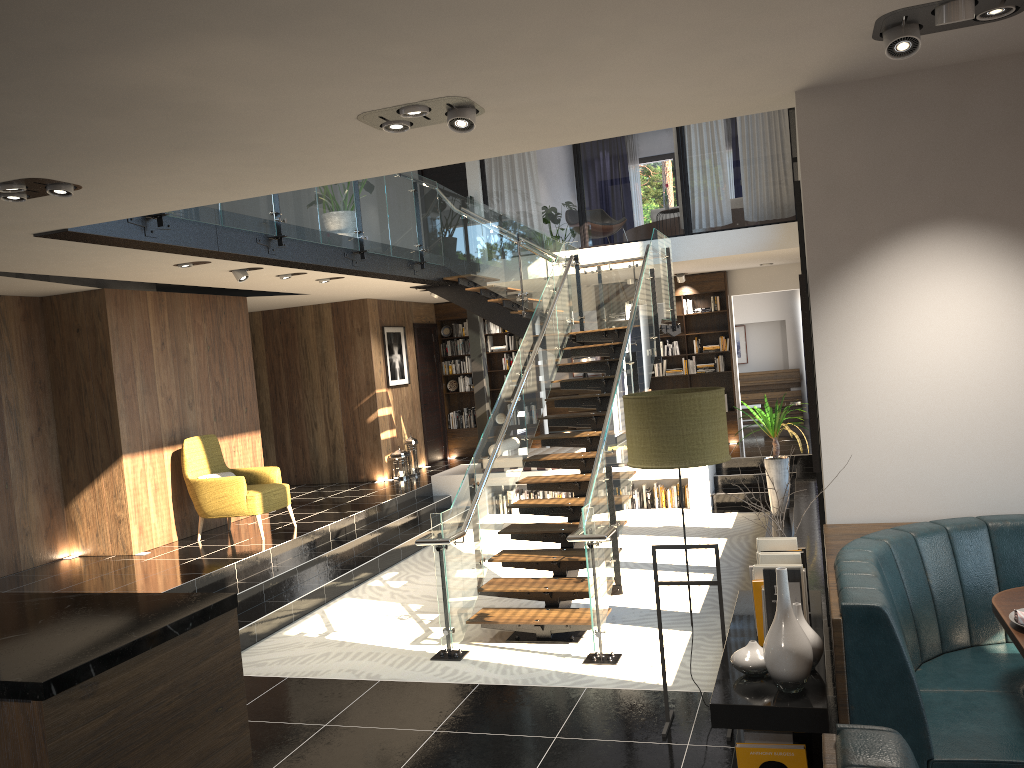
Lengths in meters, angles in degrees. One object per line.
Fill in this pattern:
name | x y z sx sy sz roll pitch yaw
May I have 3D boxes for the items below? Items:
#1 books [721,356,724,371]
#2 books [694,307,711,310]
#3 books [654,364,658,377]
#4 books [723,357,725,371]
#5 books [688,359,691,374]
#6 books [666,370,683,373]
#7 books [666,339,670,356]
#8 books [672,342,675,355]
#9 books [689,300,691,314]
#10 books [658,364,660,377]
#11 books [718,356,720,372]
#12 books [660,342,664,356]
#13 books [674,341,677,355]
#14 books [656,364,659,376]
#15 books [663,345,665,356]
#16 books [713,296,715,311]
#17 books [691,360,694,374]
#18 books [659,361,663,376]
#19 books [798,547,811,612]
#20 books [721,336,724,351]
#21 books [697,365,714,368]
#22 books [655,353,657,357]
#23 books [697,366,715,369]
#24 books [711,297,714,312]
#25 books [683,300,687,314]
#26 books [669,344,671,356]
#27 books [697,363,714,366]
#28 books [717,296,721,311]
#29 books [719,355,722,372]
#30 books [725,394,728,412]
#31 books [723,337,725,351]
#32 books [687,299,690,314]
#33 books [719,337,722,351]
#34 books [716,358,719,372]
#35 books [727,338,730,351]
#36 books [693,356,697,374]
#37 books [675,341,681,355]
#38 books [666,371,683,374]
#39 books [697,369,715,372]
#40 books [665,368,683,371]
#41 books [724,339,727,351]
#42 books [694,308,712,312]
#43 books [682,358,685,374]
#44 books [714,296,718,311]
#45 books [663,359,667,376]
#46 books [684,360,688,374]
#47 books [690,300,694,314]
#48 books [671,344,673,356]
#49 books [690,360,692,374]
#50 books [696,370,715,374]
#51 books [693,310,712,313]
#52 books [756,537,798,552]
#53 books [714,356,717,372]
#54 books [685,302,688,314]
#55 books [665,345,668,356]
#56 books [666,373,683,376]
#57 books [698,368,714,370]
books | 3.311 -0.323 13.923 0.022 0.247 0.132 -4 2 19
books | 3.013 -1.186 14.003 0.246 0.021 0.148 -5 2 18
books | 2.321 -0.262 14.250 0.031 0.284 0.176 -4 2 19
books | 3.334 -0.314 13.934 0.012 0.224 0.097 -4 3 19
books | 2.827 -0.278 14.092 0.025 0.233 0.156 -4 2 19
books | 2.595 -0.204 14.161 0.261 0.024 0.167 -5 2 15
books | 2.504 -0.585 14.171 0.032 0.265 0.149 -4 2 19
books | 2.593 -0.565 14.176 0.030 0.208 0.119 -4 2 19
books | 2.829 -1.220 14.054 0.025 0.217 0.159 -4 2 19
books | 2.372 -0.246 14.230 0.030 0.245 0.166 -4 2 19
books | 3.265 -0.319 13.938 0.023 0.246 0.147 -4 2 19
books | 2.408 -0.560 14.190 0.028 0.231 0.166 -4 2 19
books | 2.612 -0.572 14.148 0.024 0.220 0.147 -4 2 19
books | 2.338 -0.229 14.209 0.023 0.218 0.195 -4 2 19
books | 2.440 -0.536 14.203 0.021 0.176 0.161 -4 2 19
books | 3.185 -1.259 13.924 0.023 0.239 0.178 -4 2 19
books | 2.870 -0.269 14.046 0.026 0.210 0.184 -4 2 19
books | 2.395 -0.247 14.196 0.036 0.244 0.194 -4 2 19
books | 1.143 0.809 3.666 0.156 0.263 0.025 -4 3 19
books | 3.309 -0.635 13.923 0.028 0.240 0.187 -4 2 19
books | 3.060 -0.282 14.003 0.260 0.021 0.167 -5 2 16
books | 2.310 -0.566 14.228 0.028 0.258 0.208 -4 2 19
books | 3.063 -0.261 14.005 0.268 0.022 0.156 -5 2 14
books | 3.158 -1.253 13.929 0.031 0.231 0.176 -4 2 19
books | 2.752 -1.221 14.072 0.030 0.231 0.176 -4 2 19
books | 2.534 -0.544 14.158 0.027 0.179 0.163 -4 2 19
books | 3.061 -0.303 14.008 0.272 0.022 0.156 -5 2 17
books | 3.236 -1.256 13.884 0.028 0.227 0.165 -4 2 19
books | 3.281 -0.322 13.909 0.026 0.251 0.178 -4 2 19
books | 3.369 0.294 13.923 0.025 0.274 0.204 -4 2 19
books | 3.339 -0.631 13.931 0.023 0.225 0.146 -4 2 19
books | 2.804 -1.226 14.054 0.021 0.233 0.147 -4 2 19
books | 3.287 -0.624 13.940 0.026 0.219 0.156 -4 2 19
books | 3.241 -0.300 13.938 0.025 0.212 0.167 -4 2 19
books | 3.389 -0.619 13.887 0.051 0.194 0.192 -4 2 19
books | 2.898 -0.305 14.045 0.031 0.277 0.168 -4 2 19
books | 2.646 -0.574 14.139 0.046 0.219 0.144 -4 2 19
books | 2.598 -0.180 14.165 0.275 0.025 0.156 -5 2 15
books | 3.067 -0.217 14.009 0.274 0.022 0.156 -5 2 15
books | 2.595 -0.229 14.164 0.274 0.025 0.156 -4 2 22
books | 3.354 -0.613 13.897 0.023 0.189 0.197 -4 2 19
books | 3.008 -1.162 13.982 0.288 0.025 0.175 -5 2 15
books | 2.745 -0.285 14.112 0.026 0.263 0.156 -4 2 19
books | 3.201 -1.253 13.877 0.036 0.228 0.198 -4 2 19
books | 2.453 -0.261 14.209 0.067 0.261 0.159 -4 2 19
books | 2.779 -0.273 14.113 0.037 0.232 0.231 -4 2 19
books | 2.846 -1.218 14.025 0.026 0.213 0.195 -4 2 19
books | 2.561 -0.551 14.159 0.024 0.187 0.148 -4 2 19
books | 2.850 -0.270 14.072 0.029 0.214 0.149 -4 2 19
books | 3.066 -0.193 13.998 0.288 0.026 0.175 -4 2 23
books | 3.013 -1.138 13.990 0.285 0.025 0.176 -5 2 19
books | 1.099 0.789 3.647 0.160 0.312 0.035 -4 3 19
books | 3.210 -0.313 13.936 0.031 0.244 0.176 -4 2 19
books | 2.778 -1.201 14.052 0.030 0.189 0.152 -4 2 19
books | 2.473 -0.536 14.194 0.047 0.171 0.167 -4 2 19
books | 2.601 -0.155 14.168 0.274 0.025 0.156 -5 2 15
books | 3.068 -0.239 14.017 0.247 0.022 0.148 -5 2 19
